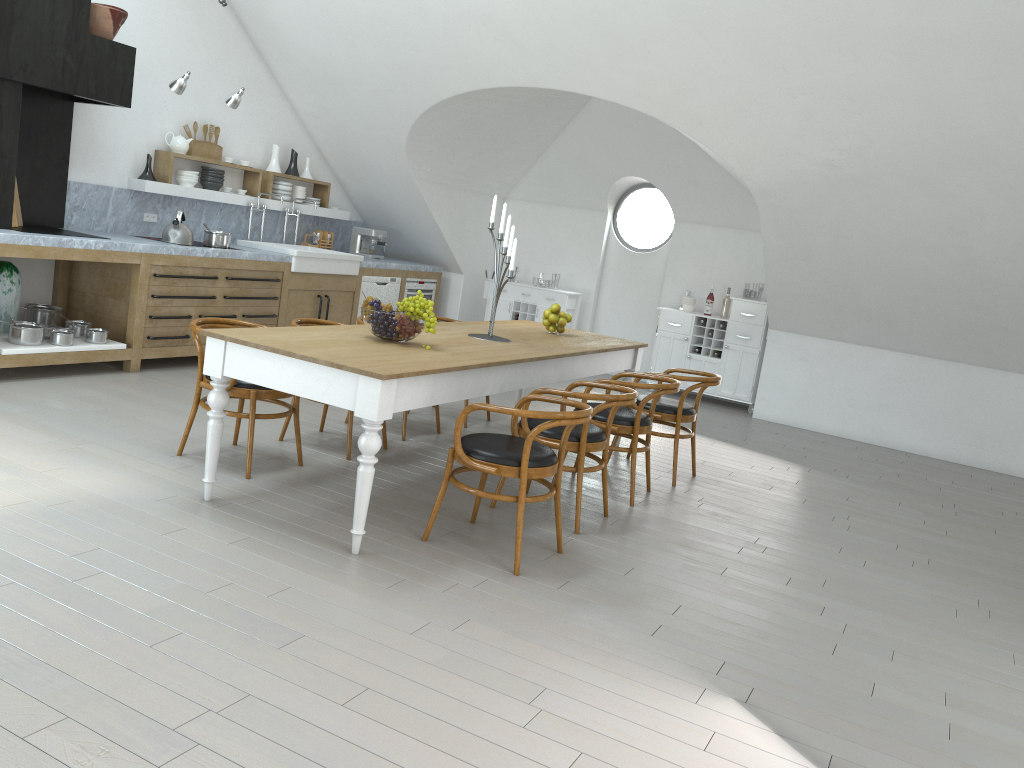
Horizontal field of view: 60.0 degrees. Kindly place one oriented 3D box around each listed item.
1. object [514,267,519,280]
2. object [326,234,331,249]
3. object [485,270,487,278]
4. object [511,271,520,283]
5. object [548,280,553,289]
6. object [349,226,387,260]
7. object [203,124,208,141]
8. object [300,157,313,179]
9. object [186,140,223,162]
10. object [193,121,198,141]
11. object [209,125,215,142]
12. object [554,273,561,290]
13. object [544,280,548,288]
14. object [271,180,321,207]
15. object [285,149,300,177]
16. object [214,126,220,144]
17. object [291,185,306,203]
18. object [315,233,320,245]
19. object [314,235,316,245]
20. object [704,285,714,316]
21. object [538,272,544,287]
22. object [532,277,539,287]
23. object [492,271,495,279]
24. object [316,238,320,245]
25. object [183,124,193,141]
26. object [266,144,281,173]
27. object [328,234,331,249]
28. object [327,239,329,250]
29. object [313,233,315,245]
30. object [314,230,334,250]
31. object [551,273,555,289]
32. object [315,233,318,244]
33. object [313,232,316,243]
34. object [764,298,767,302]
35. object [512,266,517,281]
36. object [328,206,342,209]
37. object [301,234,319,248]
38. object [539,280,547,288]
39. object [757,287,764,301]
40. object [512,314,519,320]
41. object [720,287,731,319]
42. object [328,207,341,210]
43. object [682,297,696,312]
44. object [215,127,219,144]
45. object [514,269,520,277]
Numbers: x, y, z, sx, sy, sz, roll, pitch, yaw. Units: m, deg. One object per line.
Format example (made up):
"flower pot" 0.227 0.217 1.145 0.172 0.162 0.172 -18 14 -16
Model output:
"object" 0.056 -1.304 10.520 0.039 0.163 0.024 15 10 38
"object" -1.974 -1.518 9.519 0.040 0.191 0.042 7 8 -14
"object" -0.289 -1.206 10.438 0.088 0.267 0.029 9 8 -1
"object" 0.036 -1.277 10.542 0.101 0.137 0.067 13 9 26
"object" 0.435 -1.137 10.163 0.071 0.098 0.071 2 11 -40
"object" -1.530 -1.542 9.769 0.387 0.319 0.325 13 9 26
"object" -2.739 -2.170 7.914 0.040 0.298 0.061 12 8 23
"object" -2.109 -2.223 9.127 0.156 0.217 0.156 10 8 7
"object" -2.742 -2.091 7.920 0.084 0.157 0.354 13 10 26
"object" -2.793 -2.162 7.808 0.028 0.298 0.055 12 8 26
"object" -2.706 -2.169 7.936 0.019 0.298 0.057 12 8 26
"object" 0.513 -1.171 10.165 0.063 0.186 0.063 10 8 11
"object" 0.398 -1.154 10.246 0.094 0.093 0.094 11 9 13
"object" -2.194 -1.934 9.027 0.198 0.195 0.658 13 10 25
"object" -2.199 -2.228 8.920 0.156 0.267 0.156 13 9 30
"object" -2.679 -2.173 7.994 0.039 0.297 0.068 12 9 26
"object" -2.172 -1.931 9.017 0.157 0.159 0.155 3 10 -35
"object" -2.048 -1.497 9.325 0.040 0.191 0.042 5 9 -27
"object" -2.072 -1.485 9.308 0.019 0.178 0.044 8 8 -9
"object" 2.130 -0.900 9.524 0.081 0.328 0.081 12 8 22
"object" 0.331 -1.198 10.219 0.048 0.169 0.048 11 8 13
"object" 0.268 -1.167 10.166 0.082 0.105 0.082 15 11 39
"object" -0.241 -1.195 10.414 0.029 0.267 0.089 3 10 -37
"object" -2.051 -1.488 9.340 0.044 0.178 0.020 10 8 11
"object" -2.810 -2.141 7.777 0.016 0.258 0.199 14 10 36
"object" -2.321 -2.208 8.687 0.156 0.267 0.156 11 8 14
"object" -1.975 -1.519 9.547 0.019 0.195 0.022 13 9 27
"object" -1.976 -1.518 9.536 0.018 0.195 0.020 2 10 -41
"object" -2.085 -1.499 9.321 0.019 0.195 0.022 11 8 14
"object" -2.022 -1.531 9.505 0.104 0.222 0.200 13 9 26
"object" 0.477 -1.181 10.218 0.054 0.178 0.054 9 8 3
"object" -2.066 -1.498 9.333 0.023 0.195 0.018 12 8 21
"object" -2.091 -1.507 9.346 0.040 0.191 0.042 5 9 -26
"object" 2.665 -0.925 9.252 0.046 0.142 0.046 15 10 37
"object" 0.035 -1.314 10.546 0.039 0.174 0.054 12 9 26
"object" -1.946 -1.903 9.573 0.213 0.025 0.214 11 9 13
"object" -2.117 -1.486 9.305 0.100 0.171 0.173 13 9 27
"object" 0.352 -1.144 10.166 0.077 0.085 0.077 11 9 13
"object" 2.593 -0.936 9.251 0.046 0.142 0.046 15 10 37
"object" 0.086 -0.768 10.277 0.082 0.084 0.318 13 10 26
"object" 2.286 -0.863 9.440 0.085 0.329 0.085 7 8 -15
"object" -1.947 -1.894 9.574 0.213 0.025 0.214 11 9 13
"object" 1.915 -0.859 9.607 0.157 0.159 0.155 3 10 -35
"object" -2.678 -2.180 8.035 0.030 0.293 0.057 12 8 26
"object" 0.044 -1.297 10.546 0.097 0.136 0.029 13 9 29
